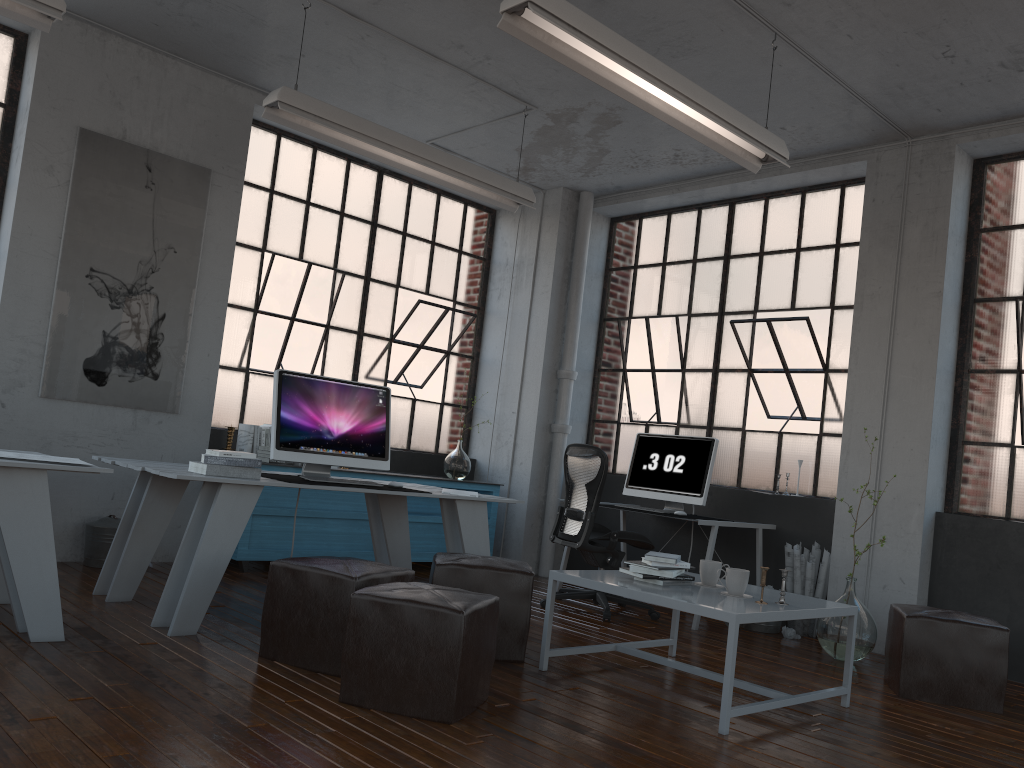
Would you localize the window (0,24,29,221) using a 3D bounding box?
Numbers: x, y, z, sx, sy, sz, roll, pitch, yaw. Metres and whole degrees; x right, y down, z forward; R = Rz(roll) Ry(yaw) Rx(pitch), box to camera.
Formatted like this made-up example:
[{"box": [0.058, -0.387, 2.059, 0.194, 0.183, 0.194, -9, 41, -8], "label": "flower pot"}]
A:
[{"box": [-4.022, -1.189, 4.514, 2.597, 2.387, 0.669, 11, -5, -43], "label": "window"}]

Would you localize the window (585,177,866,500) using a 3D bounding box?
[{"box": [1.619, -0.328, 6.948, 0.671, 2.386, 2.589, 10, -5, -43], "label": "window"}]

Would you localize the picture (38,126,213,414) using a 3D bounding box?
[{"box": [-2.406, -0.680, 5.597, 0.855, 1.647, 0.025, 10, -5, -43], "label": "picture"}]

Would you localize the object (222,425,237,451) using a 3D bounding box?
[{"box": [-1.959, 0.393, 6.151, 0.132, 0.236, 0.132, 6, -4, 13], "label": "object"}]

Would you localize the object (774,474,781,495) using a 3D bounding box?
[{"box": [1.891, 0.709, 6.299, 0.055, 0.153, 0.055, 6, -4, 7], "label": "object"}]

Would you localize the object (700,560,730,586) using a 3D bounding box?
[{"box": [0.932, 0.882, 4.132, 0.129, 0.109, 0.101, 10, -5, -34], "label": "object"}]

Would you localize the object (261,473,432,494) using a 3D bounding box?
[{"box": [-0.950, 0.524, 4.722, 0.850, 0.008, 0.687, 11, -7, -41], "label": "object"}]

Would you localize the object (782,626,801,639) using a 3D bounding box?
[{"box": [1.773, 1.593, 5.650, 0.125, 0.107, 0.096, 7, -4, -1], "label": "object"}]

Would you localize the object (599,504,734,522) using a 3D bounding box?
[{"box": [1.025, 0.904, 6.242, 0.689, 0.008, 0.848, 11, -7, -41], "label": "object"}]

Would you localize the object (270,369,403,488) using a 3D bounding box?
[{"box": [-0.919, 0.244, 4.742, 0.716, 0.552, 0.377, 10, -6, -41], "label": "object"}]

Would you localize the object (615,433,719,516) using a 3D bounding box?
[{"box": [1.061, 0.624, 6.260, 0.378, 0.552, 0.714, 10, -6, -41], "label": "object"}]

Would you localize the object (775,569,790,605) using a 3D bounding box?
[{"box": [1.148, 0.854, 3.747, 0.055, 0.153, 0.055, 5, -4, 24], "label": "object"}]

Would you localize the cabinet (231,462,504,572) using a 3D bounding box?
[{"box": [-1.137, 1.019, 6.680, 2.268, 0.731, 0.626, 11, -6, -43], "label": "cabinet"}]

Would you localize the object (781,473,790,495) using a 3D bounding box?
[{"box": [1.951, 0.711, 6.291, 0.066, 0.160, 0.066, 7, -4, -11], "label": "object"}]

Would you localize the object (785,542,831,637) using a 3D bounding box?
[{"box": [1.956, 1.343, 5.859, 0.293, 0.626, 0.275, 7, -4, -1], "label": "object"}]

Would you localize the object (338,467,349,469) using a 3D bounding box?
[{"box": [-1.249, 0.588, 6.593, 0.088, 0.084, 0.088, 10, -5, -38], "label": "object"}]

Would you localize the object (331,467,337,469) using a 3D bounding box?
[{"box": [-1.397, 0.580, 6.291, 0.253, 0.014, 0.187, 11, -7, -43], "label": "object"}]

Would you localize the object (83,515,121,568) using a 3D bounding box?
[{"box": [-2.466, 0.956, 5.428, 0.293, 0.307, 0.293, 8, -4, -14], "label": "object"}]

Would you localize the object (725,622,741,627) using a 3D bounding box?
[{"box": [1.464, 1.456, 5.794, 0.107, 0.280, 0.293, 8, -4, -18], "label": "object"}]

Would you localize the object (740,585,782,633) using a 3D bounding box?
[{"box": [1.652, 1.472, 5.855, 0.290, 0.293, 0.291, 6, -4, 5], "label": "object"}]

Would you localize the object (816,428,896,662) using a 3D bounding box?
[{"box": [1.985, 0.894, 4.948, 0.330, 1.337, 0.619, 7, -4, -6], "label": "object"}]

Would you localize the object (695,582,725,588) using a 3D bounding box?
[{"box": [0.918, 0.934, 4.120, 0.138, 0.003, 0.137, 9, -5, -22], "label": "object"}]

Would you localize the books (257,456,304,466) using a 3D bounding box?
[{"box": [-1.596, 0.532, 6.109, 0.259, 0.032, 0.191, 11, -7, -41], "label": "books"}]

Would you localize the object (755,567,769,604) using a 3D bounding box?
[{"box": [1.047, 0.839, 3.696, 0.052, 0.148, 0.053, 7, -4, -2], "label": "object"}]

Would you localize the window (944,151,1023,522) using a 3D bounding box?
[{"box": [3.718, -0.287, 4.698, 0.671, 2.386, 2.589, 10, -5, -43], "label": "window"}]

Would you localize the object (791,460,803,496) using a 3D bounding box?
[{"box": [2.015, 0.662, 6.228, 0.084, 0.256, 0.084, 8, -4, -20], "label": "object"}]

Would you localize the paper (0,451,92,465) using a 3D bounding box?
[{"box": [-2.009, 0.303, 3.698, 0.429, 0.001, 0.484, 10, -6, -32], "label": "paper"}]

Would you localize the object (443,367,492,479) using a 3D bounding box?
[{"box": [-0.326, 0.331, 7.332, 0.433, 0.938, 0.232, 4, -4, 29], "label": "object"}]

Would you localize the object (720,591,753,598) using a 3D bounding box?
[{"box": [0.978, 0.918, 3.861, 0.138, 0.003, 0.137, 9, -5, -22], "label": "object"}]

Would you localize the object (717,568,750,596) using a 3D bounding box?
[{"box": [0.967, 0.861, 3.852, 0.129, 0.109, 0.101, 10, -5, -34], "label": "object"}]

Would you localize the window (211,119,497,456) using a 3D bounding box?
[{"box": [-1.198, -0.631, 7.171, 2.597, 2.387, 0.669, 11, -5, -43], "label": "window"}]
